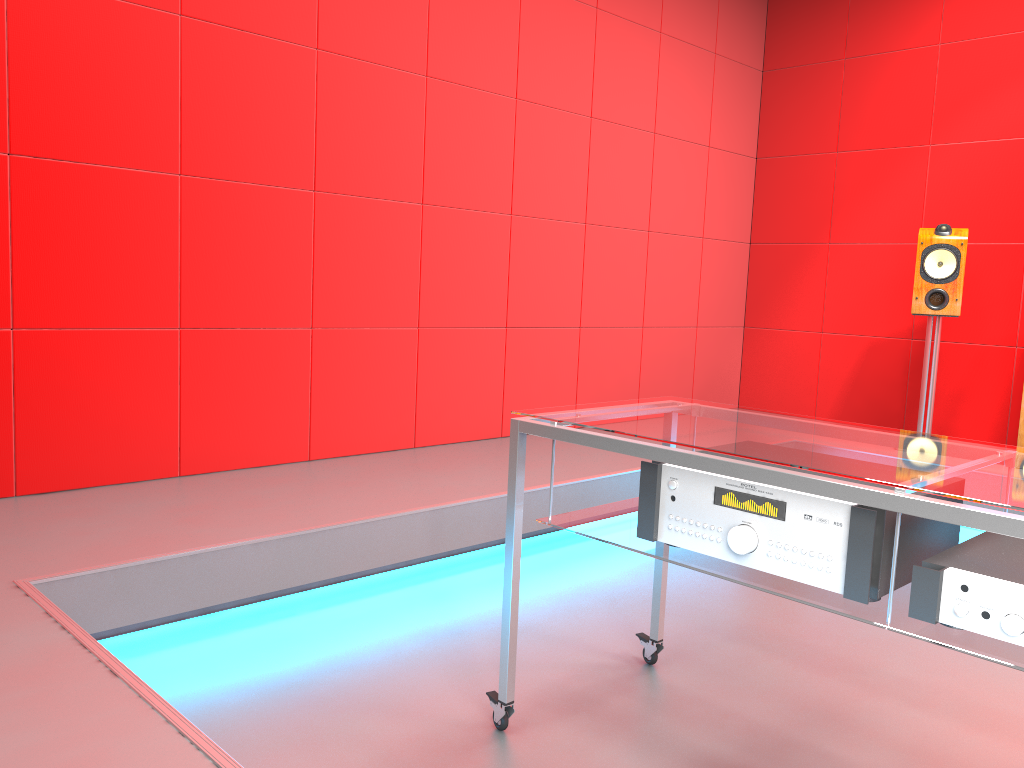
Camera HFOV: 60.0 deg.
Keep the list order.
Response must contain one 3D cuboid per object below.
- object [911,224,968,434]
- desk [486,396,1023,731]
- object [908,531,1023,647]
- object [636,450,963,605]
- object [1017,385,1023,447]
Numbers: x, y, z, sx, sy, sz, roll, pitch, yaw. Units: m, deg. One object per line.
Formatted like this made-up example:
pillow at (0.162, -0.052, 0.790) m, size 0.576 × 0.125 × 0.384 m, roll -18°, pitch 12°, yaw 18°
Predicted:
object at (1.976, -0.212, 4.162) m, size 0.231 × 1.058 × 0.265 m, roll 6°, pitch 7°, yaw 25°
desk at (0.701, 0.467, 1.498) m, size 0.594 × 0.690 × 1.617 m, roll -4°, pitch 9°, yaw -44°
object at (0.853, 0.320, 1.244) m, size 0.365 × 0.092 × 0.435 m, roll -4°, pitch 9°, yaw -44°
object at (0.509, 0.233, 1.587) m, size 0.371 × 0.158 × 0.431 m, roll -4°, pitch 9°, yaw -44°
object at (2.336, -0.152, 3.796) m, size 0.203 × 1.052 × 0.238 m, roll 7°, pitch 8°, yaw 35°
